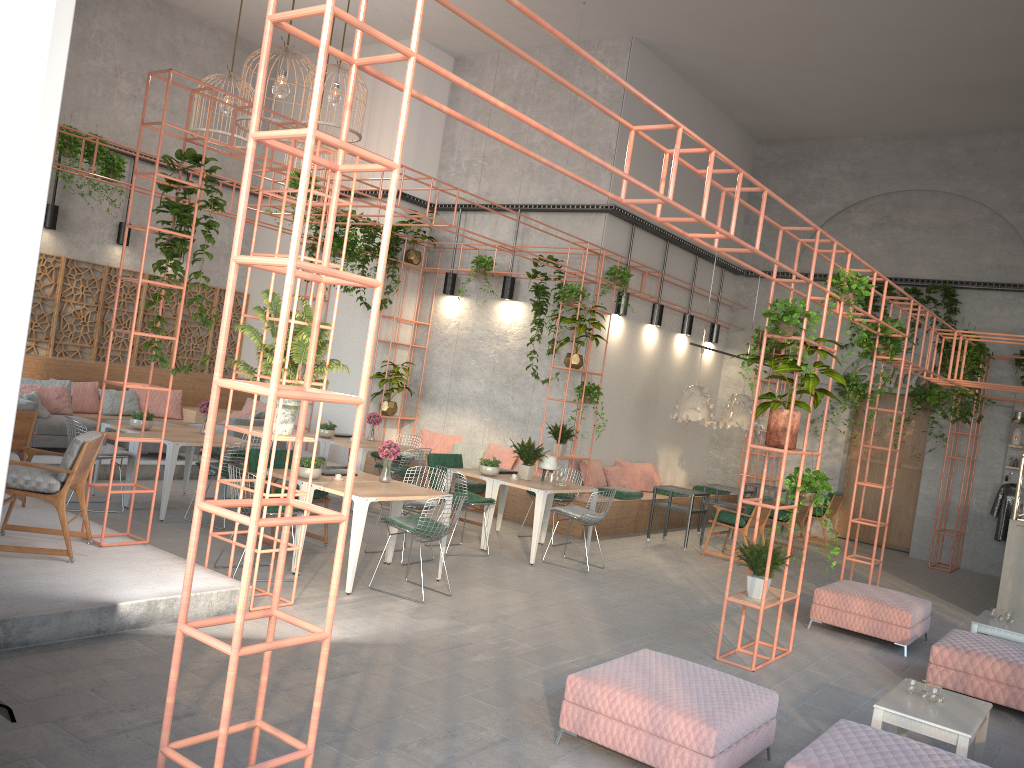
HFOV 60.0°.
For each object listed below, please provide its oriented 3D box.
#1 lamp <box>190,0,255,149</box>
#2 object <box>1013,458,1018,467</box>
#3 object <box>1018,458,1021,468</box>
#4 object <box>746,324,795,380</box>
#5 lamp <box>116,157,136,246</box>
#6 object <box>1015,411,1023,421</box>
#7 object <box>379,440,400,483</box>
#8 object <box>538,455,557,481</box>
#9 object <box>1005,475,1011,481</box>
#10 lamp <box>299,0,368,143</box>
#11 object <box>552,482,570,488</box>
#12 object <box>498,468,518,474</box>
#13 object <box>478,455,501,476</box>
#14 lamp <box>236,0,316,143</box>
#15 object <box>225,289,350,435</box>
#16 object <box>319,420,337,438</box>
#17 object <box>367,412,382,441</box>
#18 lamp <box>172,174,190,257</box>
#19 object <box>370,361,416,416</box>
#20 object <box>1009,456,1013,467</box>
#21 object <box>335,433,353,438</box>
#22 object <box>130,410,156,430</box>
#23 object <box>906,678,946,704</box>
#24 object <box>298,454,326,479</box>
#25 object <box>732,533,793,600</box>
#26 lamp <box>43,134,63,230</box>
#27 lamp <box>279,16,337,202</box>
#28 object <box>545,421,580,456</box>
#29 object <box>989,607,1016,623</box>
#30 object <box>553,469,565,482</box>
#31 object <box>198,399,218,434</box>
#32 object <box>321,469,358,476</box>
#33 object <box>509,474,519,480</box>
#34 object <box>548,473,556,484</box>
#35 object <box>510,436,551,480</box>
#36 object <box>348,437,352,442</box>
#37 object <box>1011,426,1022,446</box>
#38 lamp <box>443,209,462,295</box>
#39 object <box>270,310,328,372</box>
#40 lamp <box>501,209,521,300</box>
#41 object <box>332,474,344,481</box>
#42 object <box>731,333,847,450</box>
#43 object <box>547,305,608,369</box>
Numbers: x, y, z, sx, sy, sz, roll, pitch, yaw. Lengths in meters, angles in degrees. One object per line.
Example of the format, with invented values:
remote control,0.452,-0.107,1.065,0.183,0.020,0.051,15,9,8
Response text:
lamp,-3.944,-5.247,12.815,0.883,3.476,0.883,8,0,-2
object,8.088,1.260,14.234,0.063,0.151,0.063,9,0,22
object,8.165,1.245,14.191,0.081,0.204,0.081,9,0,36
object,4.793,-0.621,16.488,0.894,1.101,0.900,8,0,5
lamp,-6.206,-2.960,14.363,0.185,1.436,0.185,8,0,-13
object,8.157,0.516,14.257,0.133,0.145,0.133,8,0,-2
object,-1.210,0.750,8.623,0.213,0.414,0.225,9,0,28
object,0.426,1.028,10.743,0.241,0.313,0.241,8,0,-9
object,8.024,1.513,14.325,0.093,0.121,0.049,9,0,38
lamp,-2.288,-5.218,12.359,0.883,3.476,0.883,8,0,-2
object,0.570,1.177,10.319,0.218,0.041,0.218,9,0,44
object,-0.153,1.074,10.970,0.268,0.031,0.427,9,0,36
object,-0.263,0.953,10.426,0.248,0.247,0.254,9,0,36
lamp,-2.436,-4.584,10.053,0.883,3.476,0.883,8,0,-2
object,-1.754,-0.163,6.907,0.900,1.100,0.894,8,0,-25
object,-2.526,0.607,12.079,0.248,0.247,0.254,9,0,36
object,-1.967,0.603,12.561,0.213,0.414,0.225,9,0,28
lamp,-5.638,-2.880,15.156,0.185,1.436,0.179,9,0,36
object,-2.020,0.051,14.578,0.903,0.919,0.934,8,0,7
object,8.049,1.247,14.289,0.092,0.164,0.055,8,0,-36
object,-2.415,0.729,12.623,0.268,0.031,0.427,9,0,36
object,-4.111,0.385,9.863,0.247,0.247,0.252,9,0,36
object,2.522,1.893,5.409,0.156,0.145,0.199,8,0,-39
object,-1.867,0.753,8.160,0.247,0.247,0.252,9,0,36
object,2.037,1.501,7.318,0.438,0.527,0.368,9,0,36
lamp,-6.895,-3.057,13.399,0.185,1.436,0.185,8,0,-13
lamp,-3.013,-4.693,14.166,0.883,3.476,0.883,8,0,-2
object,0.682,0.761,12.641,0.438,0.527,0.368,9,0,36
object,4.572,2.181,8.274,0.156,0.145,0.199,8,0,-39
object,0.569,1.121,10.730,0.165,0.154,0.210,9,0,26
object,-3.557,0.379,10.340,0.213,0.414,0.225,9,0,28
object,-1.757,0.874,8.704,0.268,0.031,0.427,9,0,36
object,0.028,1.085,10.398,0.115,0.078,0.115,9,0,42
object,0.471,1.121,10.536,0.095,0.119,0.095,8,0,-30
object,0.177,0.873,10.556,0.438,0.527,0.368,9,0,36
object,-2.163,0.750,11.999,0.115,0.078,0.115,9,0,42
object,8.122,0.817,14.261,0.145,0.336,0.136,8,0,-40
lamp,-0.947,-2.187,14.649,0.179,1.425,0.185,9,0,36
object,-3.644,-0.682,15.148,0.900,1.097,0.894,8,0,-25
lamp,0.021,-2.039,13.941,0.179,1.425,0.185,9,0,36
object,-1.628,0.872,8.310,0.115,0.073,0.115,9,0,30
object,2.258,0.053,7.196,0.924,0.946,0.923,8,0,2
object,0.932,-0.685,12.506,0.903,0.947,0.934,8,0,-3
